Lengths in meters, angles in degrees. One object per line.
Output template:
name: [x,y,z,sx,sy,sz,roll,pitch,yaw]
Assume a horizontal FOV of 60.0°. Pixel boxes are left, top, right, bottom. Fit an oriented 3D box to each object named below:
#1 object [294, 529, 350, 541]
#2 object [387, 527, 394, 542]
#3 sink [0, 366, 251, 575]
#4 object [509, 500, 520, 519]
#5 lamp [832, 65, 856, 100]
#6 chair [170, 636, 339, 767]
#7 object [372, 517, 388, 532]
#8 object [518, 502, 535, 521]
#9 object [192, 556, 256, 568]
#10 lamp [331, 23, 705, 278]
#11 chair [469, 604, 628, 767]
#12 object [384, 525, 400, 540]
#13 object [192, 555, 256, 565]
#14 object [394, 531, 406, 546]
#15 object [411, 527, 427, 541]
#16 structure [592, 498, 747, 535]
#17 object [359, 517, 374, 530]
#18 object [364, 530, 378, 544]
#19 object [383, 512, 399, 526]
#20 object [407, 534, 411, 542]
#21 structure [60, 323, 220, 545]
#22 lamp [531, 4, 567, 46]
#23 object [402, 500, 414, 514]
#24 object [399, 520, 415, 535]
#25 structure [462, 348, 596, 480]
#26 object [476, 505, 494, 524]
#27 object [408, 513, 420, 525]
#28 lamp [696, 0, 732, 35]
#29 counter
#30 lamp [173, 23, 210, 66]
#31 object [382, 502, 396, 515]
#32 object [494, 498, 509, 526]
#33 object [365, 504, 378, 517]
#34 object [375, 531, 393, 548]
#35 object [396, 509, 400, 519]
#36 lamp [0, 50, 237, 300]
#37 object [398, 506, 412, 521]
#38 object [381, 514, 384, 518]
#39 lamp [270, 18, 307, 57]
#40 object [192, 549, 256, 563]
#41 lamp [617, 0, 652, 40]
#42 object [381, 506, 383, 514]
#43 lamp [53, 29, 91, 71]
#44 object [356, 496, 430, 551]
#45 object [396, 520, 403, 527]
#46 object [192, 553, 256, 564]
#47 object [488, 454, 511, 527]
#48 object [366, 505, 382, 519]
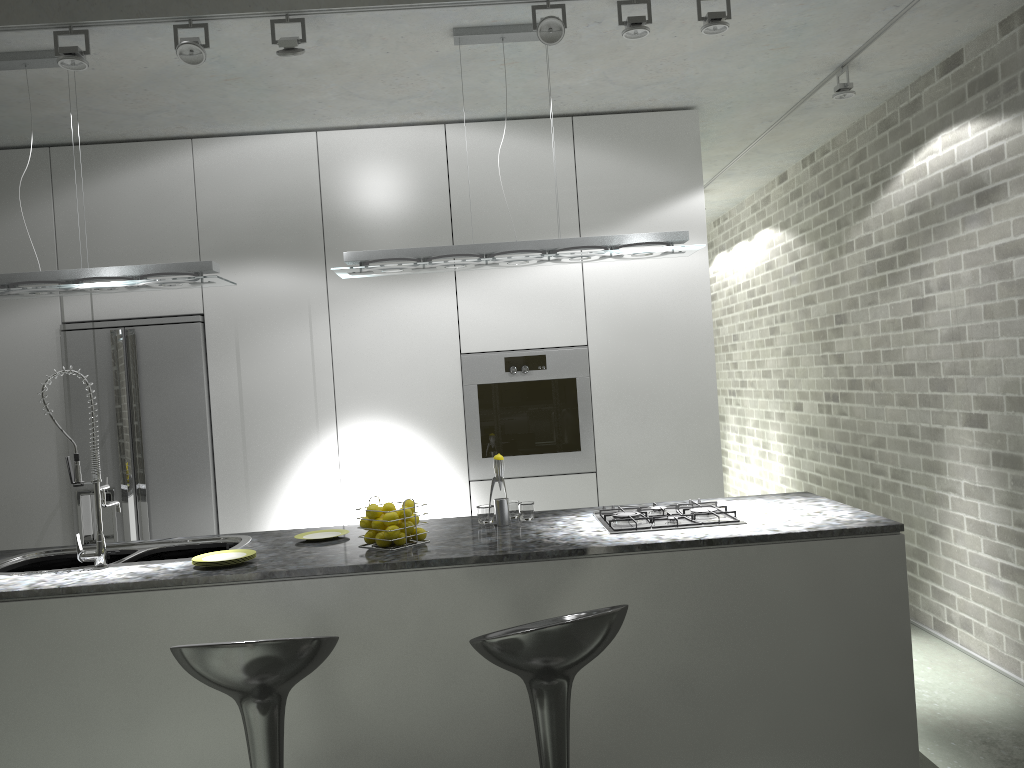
object: [-0.758,0.607,3.539,0.216,0.017,0.217,-4,0,24]
object: [-0.455,0.559,3.283,0.057,0.060,0.052,-4,0,-6]
sink: [-1.559,0.441,3.473,0.987,1.023,0.546,-4,0,-2]
object: [-0.003,0.527,3.714,0.063,0.070,0.064,-4,0,36]
lamp: [1.643,-1.492,4.401,0.109,0.132,0.109,-4,0,40]
chair: [-0.691,1.130,2.516,0.457,0.931,0.464,-4,0,12]
object: [-0.485,0.515,3.250,0.062,0.053,0.052,-4,0,-40]
object: [0.061,0.523,3.647,0.064,0.070,0.063,-4,0,6]
object: [-1.012,0.626,3.124,0.216,0.017,0.217,-4,0,31]
lamp: [-0.008,-0.979,3.657,1.490,0.964,0.290,-4,0,-2]
chair: [0.127,1.074,2.510,0.457,0.931,0.464,-4,0,-21]
object: [-0.432,0.537,3.197,0.061,0.054,0.052,-4,0,-35]
object: [-1.012,0.621,3.124,0.216,0.017,0.217,-4,0,31]
object: [-0.408,0.563,3.231,0.051,0.053,0.063,-4,0,-4]
object: [-0.346,0.558,3.292,0.053,0.052,0.062,-4,0,27]
structure: [0.589,0.505,3.431,0.500,0.038,0.500,-4,0,-2]
object: [-0.535,0.517,3.287,0.053,0.051,0.063,-4,0,-43]
object: [-0.517,0.563,3.274,0.060,0.057,0.052,-4,0,-10]
object: [-0.440,0.491,3.223,0.061,0.052,0.053,-4,0,1]
object: [-0.402,0.564,3.311,0.050,0.055,0.061,-4,0,34]
structure: [-1.983,0.643,4.813,0.743,1.900,0.160,-4,0,-2]
lamp: [0.145,-1.374,3.378,0.131,0.154,0.098,-4,0,-2]
object: [-0.387,0.462,3.322,0.050,0.060,0.059,-4,0,-12]
object: [-0.388,0.526,3.250,0.061,0.055,0.051,-4,0,-33]
structure: [0.093,0.164,4.857,0.692,0.680,0.036,-4,0,-2]
object: [-0.108,0.535,3.637,0.063,0.070,0.064,-4,0,36]
object: [-0.372,0.510,3.306,0.053,0.054,0.061,-4,0,34]
lamp: [0.779,-1.427,3.416,0.109,0.135,0.109,-4,0,-44]
counter: [-0.845,1.103,3.386,4.400,0.960,0.900,-4,0,-2]
lamp: [-1.208,-1.284,3.338,0.115,0.151,0.115,-4,0,41]
object: [-0.456,0.465,3.289,0.051,0.053,0.063,-4,0,-10]
object: [-0.039,0.512,3.548,0.060,0.106,0.060,-4,0,-8]
object: [-0.520,0.477,3.309,0.052,0.060,0.057,-4,0,-24]
object: [-0.465,0.565,3.241,0.064,0.063,0.074,-4,0,8]
object: [-0.424,0.494,3.320,0.055,0.051,0.061,-4,0,-18]
lamp: [-1.938,-0.847,3.592,1.490,0.964,0.290,-4,0,-2]
object: [-0.393,0.476,3.255,0.051,0.053,0.063,-4,0,1]
object: [-0.481,0.511,3.307,0.064,0.053,0.051,-4,0,-9]
lamp: [-0.846,-1.309,3.372,0.115,0.151,0.115,-4,0,41]
object: [-1.013,0.611,3.124,0.216,0.017,0.217,-4,0,31]
lamp: [0.472,-1.406,3.406,0.109,0.135,0.109,-4,0,-44]
object: [-0.483,0.486,3.349,0.053,0.051,0.063,-4,0,34]
lamp: [-1.653,-1.261,3.331,0.109,0.136,0.109,-4,0,40]
object: [-0.443,0.507,3.291,0.207,0.174,0.189,-4,0,43]
object: [-0.416,0.524,3.264,0.051,0.053,0.062,-4,0,-4]
object: [-1.013,0.616,3.124,0.216,0.017,0.217,-4,0,31]
object: [-0.039,0.421,3.560,0.101,0.288,0.088,-4,0,28]
object: [-0.507,0.472,3.258,0.063,0.051,0.053,-4,0,36]
